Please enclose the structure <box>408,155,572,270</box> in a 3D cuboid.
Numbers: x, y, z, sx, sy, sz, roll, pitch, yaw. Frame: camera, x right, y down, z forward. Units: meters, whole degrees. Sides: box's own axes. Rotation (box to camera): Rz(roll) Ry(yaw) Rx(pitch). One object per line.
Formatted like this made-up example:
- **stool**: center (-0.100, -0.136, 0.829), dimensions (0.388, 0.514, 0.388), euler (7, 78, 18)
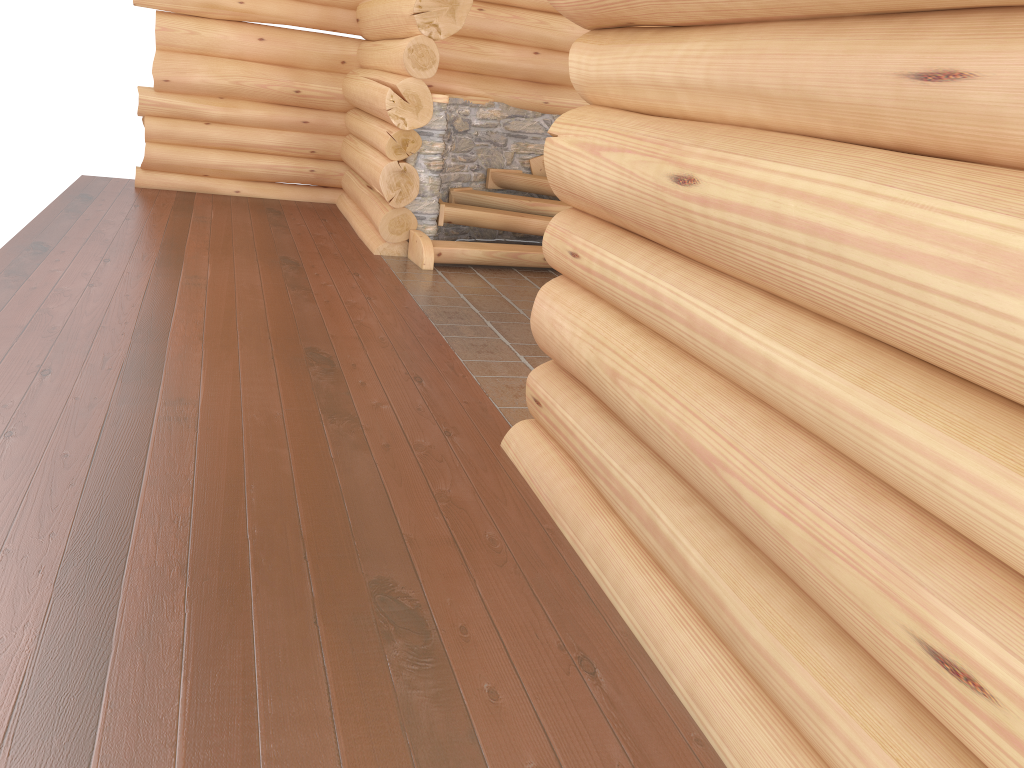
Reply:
- **structure**: center (0.559, -2.162, 9.317), dimensions (3.604, 1.643, 1.951), euler (-1, 20, -24)
